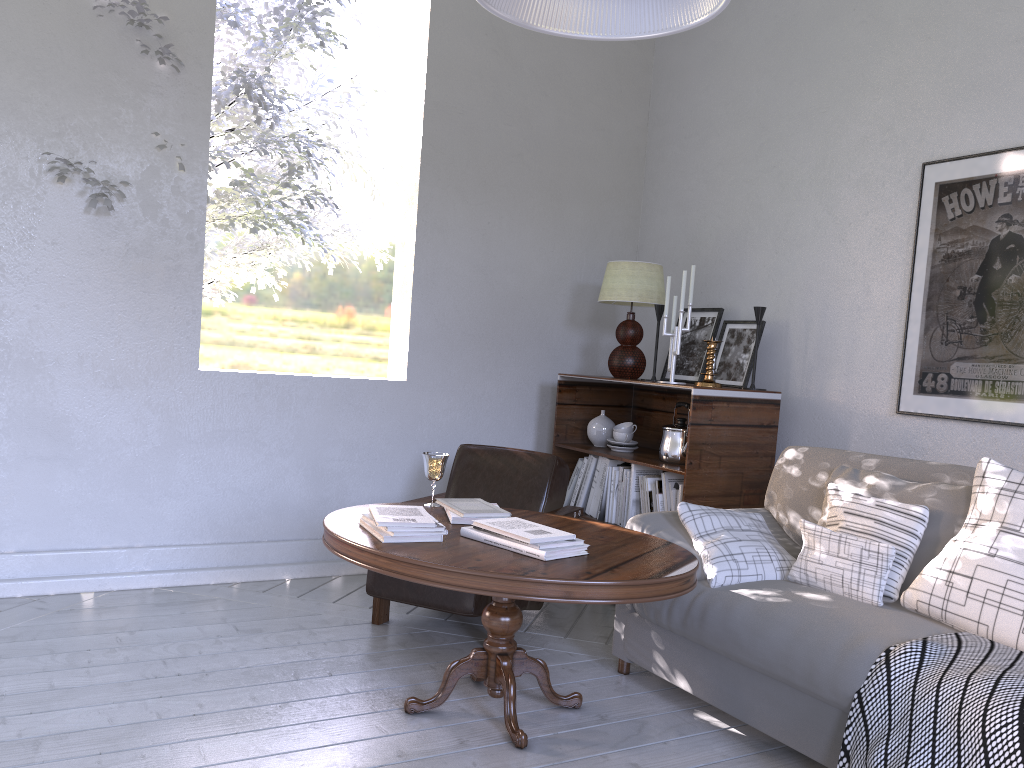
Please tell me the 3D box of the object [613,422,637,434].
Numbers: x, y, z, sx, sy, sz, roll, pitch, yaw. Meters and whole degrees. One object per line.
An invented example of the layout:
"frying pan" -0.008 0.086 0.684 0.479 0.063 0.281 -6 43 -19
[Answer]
"object" 0.430 0.180 3.417 0.078 0.068 0.082 3 3 -16

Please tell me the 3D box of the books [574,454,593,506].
"books" 0.339 0.388 3.473 0.152 0.233 0.104 2 4 -31

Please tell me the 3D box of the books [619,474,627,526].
"books" 0.453 0.424 3.228 0.120 0.189 0.012 3 5 -26

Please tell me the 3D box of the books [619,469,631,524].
"books" 0.458 0.415 3.243 0.131 0.207 0.011 3 5 -26

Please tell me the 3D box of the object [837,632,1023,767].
"object" 0.583 0.683 1.635 1.500 0.396 0.494 4 3 -1

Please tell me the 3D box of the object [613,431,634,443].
"object" 0.428 0.209 3.420 0.079 0.050 0.082 6 3 32

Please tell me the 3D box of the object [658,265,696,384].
"object" 0.585 -0.212 3.144 0.100 0.425 0.101 8 6 43

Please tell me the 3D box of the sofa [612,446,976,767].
"sofa" 1.061 0.554 1.865 0.768 0.684 1.853 3 3 -31

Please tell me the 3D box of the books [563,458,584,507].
"books" 0.301 0.394 3.535 0.161 0.210 0.126 2 4 -31

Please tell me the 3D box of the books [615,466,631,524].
"books" 0.446 0.411 3.267 0.129 0.212 0.020 2 5 -26

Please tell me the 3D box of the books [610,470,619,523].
"books" 0.427 0.417 3.278 0.125 0.196 0.015 3 5 -26

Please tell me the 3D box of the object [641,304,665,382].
"object" 0.544 -0.152 3.327 0.095 0.289 0.094 4 4 -8

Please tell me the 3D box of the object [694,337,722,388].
"object" 0.675 -0.077 3.020 0.096 0.172 0.095 3 4 -12

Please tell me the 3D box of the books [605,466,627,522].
"books" 0.410 0.410 3.296 0.131 0.207 0.011 3 5 -26

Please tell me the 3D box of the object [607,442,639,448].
"object" 0.427 0.240 3.421 0.121 0.021 0.121 5 2 19

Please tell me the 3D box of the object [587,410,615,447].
"object" 0.359 0.178 3.544 0.111 0.148 0.122 2 4 -33

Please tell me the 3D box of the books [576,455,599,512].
"books" 0.353 0.388 3.445 0.173 0.236 0.111 2 4 -31

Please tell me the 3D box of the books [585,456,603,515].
"books" 0.386 0.389 3.410 0.173 0.240 0.092 2 4 -31

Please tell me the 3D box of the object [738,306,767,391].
"object" 0.846 -0.122 3.070 0.095 0.289 0.094 4 4 -8

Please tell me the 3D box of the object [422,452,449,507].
"object" -0.219 0.268 2.478 0.076 0.149 0.076 2 5 -35

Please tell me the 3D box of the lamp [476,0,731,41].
"lamp" 0.138 -0.817 1.173 0.355 0.585 0.354 4 4 -3

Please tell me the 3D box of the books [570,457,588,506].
"books" 0.327 0.393 3.501 0.161 0.219 0.100 2 4 -31

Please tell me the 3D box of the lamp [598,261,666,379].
"lamp" 0.463 -0.244 3.469 0.266 0.448 0.268 7 4 34

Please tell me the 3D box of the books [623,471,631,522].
"books" 0.461 0.417 3.209 0.114 0.205 0.009 2 5 -26

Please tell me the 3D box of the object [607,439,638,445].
"object" 0.426 0.230 3.423 0.121 0.024 0.120 3 2 -26

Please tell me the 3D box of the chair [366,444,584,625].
"chair" -0.123 0.495 2.884 0.495 0.555 0.704 6 3 24

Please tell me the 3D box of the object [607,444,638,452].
"object" 0.427 0.249 3.422 0.121 0.021 0.121 5 2 19

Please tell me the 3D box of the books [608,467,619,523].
"books" 0.422 0.411 3.289 0.131 0.207 0.011 3 5 -26

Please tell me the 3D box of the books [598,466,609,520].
"books" 0.383 0.409 3.313 0.120 0.208 0.026 2 5 -35

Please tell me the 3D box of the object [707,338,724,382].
"object" 0.707 -0.077 3.109 0.061 0.173 0.062 7 5 36

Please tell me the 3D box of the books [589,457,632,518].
"books" 0.402 0.391 3.370 0.175 0.243 0.104 2 4 -31

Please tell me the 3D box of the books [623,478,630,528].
"books" 0.458 0.428 3.200 0.115 0.184 0.009 3 5 -26

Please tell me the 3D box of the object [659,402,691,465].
"object" 0.614 0.176 3.124 0.143 0.224 0.190 1 4 -40

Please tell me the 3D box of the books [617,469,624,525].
"books" 0.453 0.414 3.253 0.131 0.207 0.011 3 5 -26

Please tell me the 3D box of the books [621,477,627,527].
"books" 0.452 0.428 3.216 0.115 0.182 0.009 3 5 -26

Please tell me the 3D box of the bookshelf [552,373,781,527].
"bookshelf" 0.528 0.391 3.327 0.401 0.802 0.795 2 4 -31
